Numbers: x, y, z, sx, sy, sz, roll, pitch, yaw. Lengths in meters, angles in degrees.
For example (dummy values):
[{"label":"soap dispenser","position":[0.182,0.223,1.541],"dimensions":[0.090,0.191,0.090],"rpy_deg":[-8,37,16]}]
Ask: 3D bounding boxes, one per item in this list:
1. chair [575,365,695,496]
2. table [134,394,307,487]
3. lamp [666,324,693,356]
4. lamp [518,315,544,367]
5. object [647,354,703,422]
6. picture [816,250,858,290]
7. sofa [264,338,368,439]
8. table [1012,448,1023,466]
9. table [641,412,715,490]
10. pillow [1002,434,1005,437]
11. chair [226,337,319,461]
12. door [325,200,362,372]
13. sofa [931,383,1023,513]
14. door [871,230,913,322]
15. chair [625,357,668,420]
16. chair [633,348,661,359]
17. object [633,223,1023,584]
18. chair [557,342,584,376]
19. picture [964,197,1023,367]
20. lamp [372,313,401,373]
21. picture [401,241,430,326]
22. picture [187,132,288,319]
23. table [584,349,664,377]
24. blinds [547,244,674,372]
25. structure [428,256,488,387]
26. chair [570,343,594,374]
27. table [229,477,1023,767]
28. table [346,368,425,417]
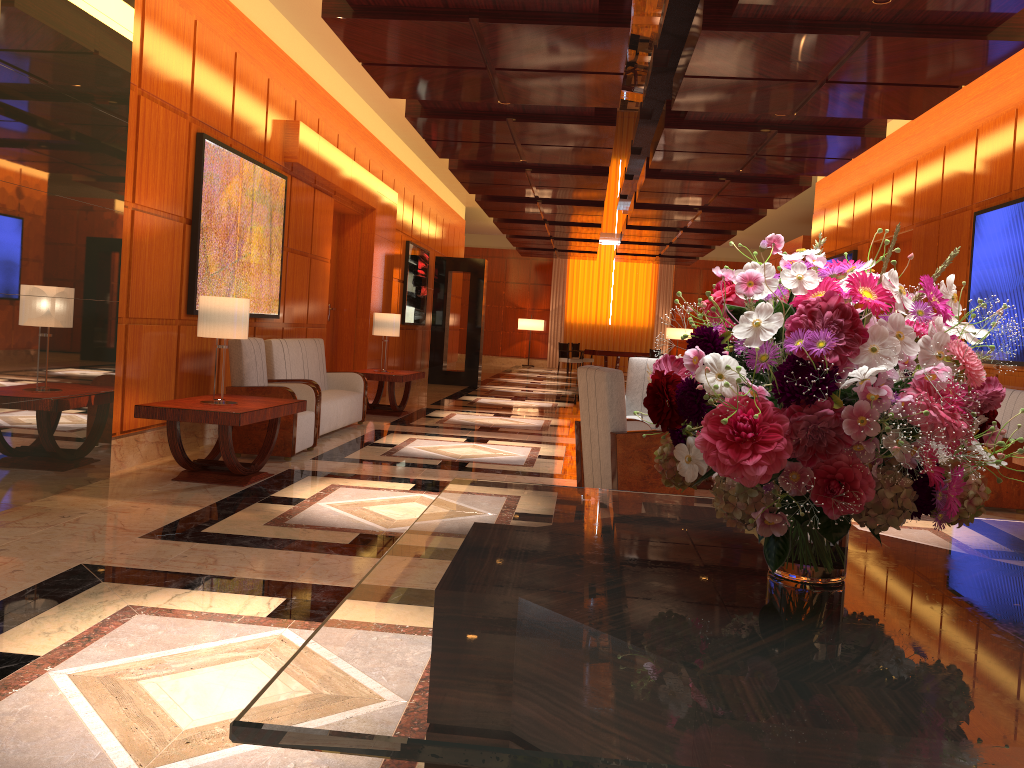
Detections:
[{"label":"chair","position":[0.791,0.374,5.906],"dimensions":[0.628,0.960,0.739],"rpy_deg":[3,2,-16]},{"label":"table","position":[-2.021,0.396,6.260],"dimensions":[0.725,0.533,1.169],"rpy_deg":[4,3,8]},{"label":"lamp","position":[5.189,-1.052,27.640],"dimensions":[0.812,1.659,0.810],"rpy_deg":[5,2,45]},{"label":"lamp","position":[0.570,-1.365,28.021],"dimensions":[0.812,1.659,0.810],"rpy_deg":[5,2,45]},{"label":"object","position":[1.522,0.009,7.453],"dimensions":[0.787,0.617,0.418],"rpy_deg":[3,2,-18]},{"label":"picture","position":[4.857,-1.214,13.437],"dimensions":[0.056,1.450,1.999],"rpy_deg":[4,3,5]},{"label":"sofa","position":[-1.990,0.015,9.065],"dimensions":[0.613,0.931,1.801],"rpy_deg":[4,3,5]},{"label":"table","position":[3.584,0.781,5.177],"dimensions":[0.726,0.606,1.272],"rpy_deg":[4,3,5]},{"label":"table","position":[1.422,0.567,7.352],"dimensions":[0.722,0.495,1.562],"rpy_deg":[4,3,8]},{"label":"pillow","position":[3.870,0.472,7.242],"dimensions":[0.202,0.229,0.273],"rpy_deg":[4,3,7]},{"label":"chair","position":[-2.011,0.102,7.445],"dimensions":[0.628,0.960,0.738],"rpy_deg":[4,2,4]},{"label":"door","position":[-2.422,-1.032,11.757],"dimensions":[0.340,2.648,1.501],"rpy_deg":[4,2,5]},{"label":"sofa","position":[3.870,0.469,7.672],"dimensions":[0.613,0.931,1.801],"rpy_deg":[4,3,5]},{"label":"door","position":[4.884,-0.538,11.175],"dimensions":[0.340,2.648,1.539],"rpy_deg":[4,2,5]},{"label":"chair","position":[1.336,0.224,8.853],"dimensions":[0.738,0.960,0.628],"rpy_deg":[5,2,24]},{"label":"chair","position":[3.555,-0.486,23.102],"dimensions":[0.584,0.893,0.577],"rpy_deg":[2,3,-42]},{"label":"object","position":[0.583,0.035,1.681],"dimensions":[0.649,0.658,0.681],"rpy_deg":[3,2,-4]},{"label":"chair","position":[1.529,-0.664,23.929],"dimensions":[0.577,0.893,0.584],"rpy_deg":[5,3,43]},{"label":"picture","position":[4.370,-0.879,7.598],"dimensions":[0.056,1.450,1.999],"rpy_deg":[4,3,5]},{"label":"lamp","position":[2.114,0.035,5.987],"dimensions":[0.335,0.734,13.026],"rpy_deg":[2,4,-36]},{"label":"picture","position":[-1.757,-1.806,16.293],"dimensions":[0.056,1.450,1.999],"rpy_deg":[4,3,5]},{"label":"picture","position":[-2.444,-1.335,8.061],"dimensions":[0.056,1.450,1.999],"rpy_deg":[4,3,5]},{"label":"table","position":[3.022,-0.511,23.972],"dimensions":[2.105,0.741,0.785],"rpy_deg":[2,3,-24]},{"label":"blinds","position":[3.151,-2.439,28.421],"dimensions":[3.853,4.061,0.149],"rpy_deg":[4,1,5]},{"label":"structure","position":[-1.062,-1.230,17.519],"dimensions":[0.985,2.495,0.500],"rpy_deg":[4,1,5]},{"label":"chair","position":[1.950,-0.712,25.116],"dimensions":[0.577,0.893,0.584],"rpy_deg":[5,2,33]},{"label":"table","position":[0.539,0.737,1.678],"dimensions":[1.600,0.744,1.602],"rpy_deg":[4,3,5]},{"label":"table","position":[-1.604,0.110,11.253],"dimensions":[0.725,0.533,1.169],"rpy_deg":[4,3,8]}]
